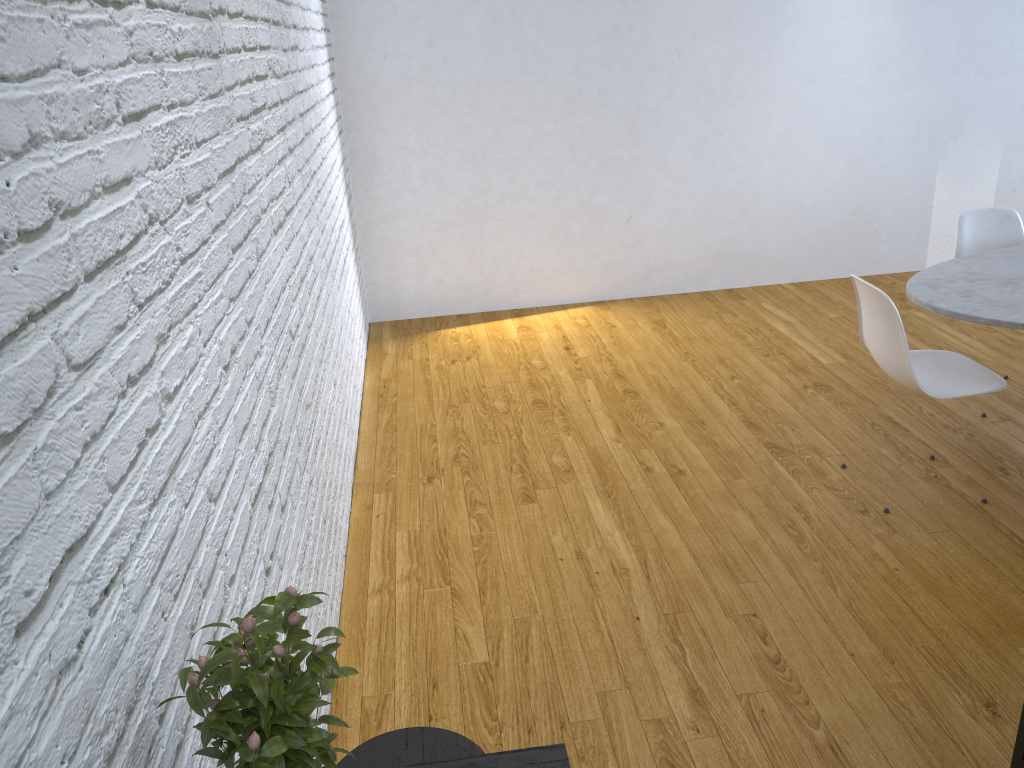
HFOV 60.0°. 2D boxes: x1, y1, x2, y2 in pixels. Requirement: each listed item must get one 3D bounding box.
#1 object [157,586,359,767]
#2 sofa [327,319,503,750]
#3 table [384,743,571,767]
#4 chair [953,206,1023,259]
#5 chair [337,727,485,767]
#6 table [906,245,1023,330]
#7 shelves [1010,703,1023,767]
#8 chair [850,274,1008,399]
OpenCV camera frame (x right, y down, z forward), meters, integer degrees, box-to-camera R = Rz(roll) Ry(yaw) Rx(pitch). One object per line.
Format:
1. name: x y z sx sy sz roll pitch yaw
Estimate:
1. object: -0.239 0.372 0.906 0.175 0.441 0.234 4 24 18
2. sofa: 2.395 0.805 0.583 5.335 0.687 9.617 -6 22 -5
3. table: -0.098 0.857 0.991 0.440 0.584 0.557 -6 22 -5
4. chair: 1.867 -0.446 3.301 0.405 0.356 0.415 -7 22 -6
5. chair: -0.141 0.792 1.397 0.261 0.412 0.259 -14 24 -22
6. table: 2.182 -0.055 2.840 1.909 0.630 1.059 -6 22 -6
7. shelves: 1.035 0.784 1.152 0.349 0.456 0.722 -6 22 -5
8. chair: 1.249 -0.160 2.686 0.419 0.356 0.401 -5 22 -3
